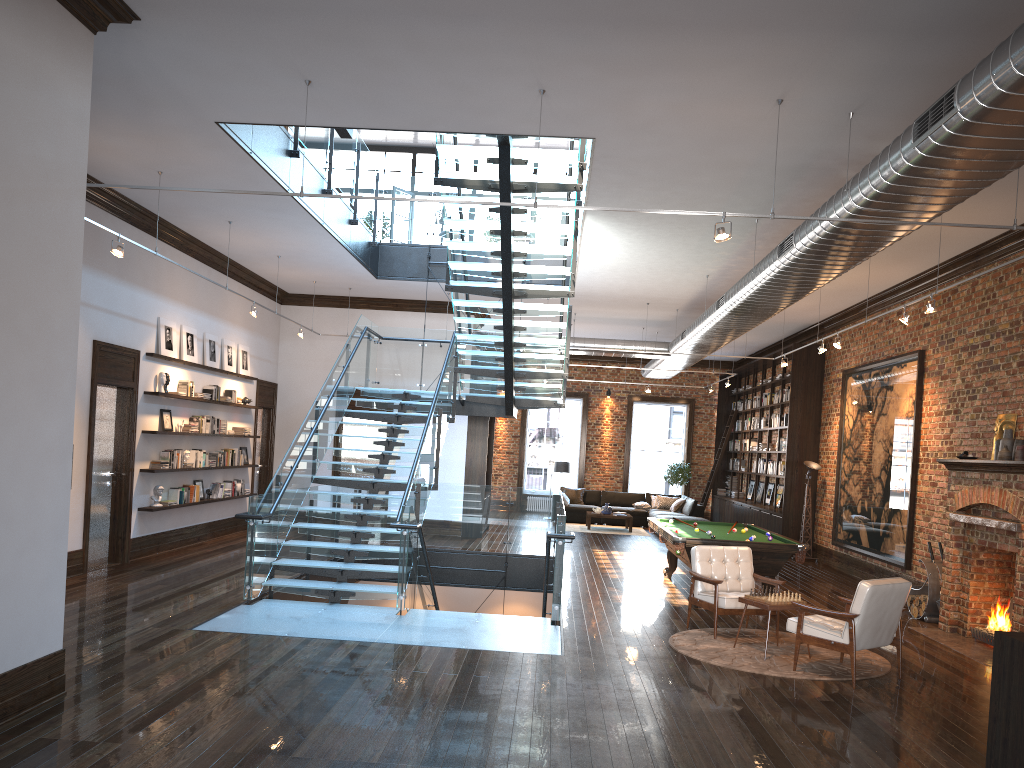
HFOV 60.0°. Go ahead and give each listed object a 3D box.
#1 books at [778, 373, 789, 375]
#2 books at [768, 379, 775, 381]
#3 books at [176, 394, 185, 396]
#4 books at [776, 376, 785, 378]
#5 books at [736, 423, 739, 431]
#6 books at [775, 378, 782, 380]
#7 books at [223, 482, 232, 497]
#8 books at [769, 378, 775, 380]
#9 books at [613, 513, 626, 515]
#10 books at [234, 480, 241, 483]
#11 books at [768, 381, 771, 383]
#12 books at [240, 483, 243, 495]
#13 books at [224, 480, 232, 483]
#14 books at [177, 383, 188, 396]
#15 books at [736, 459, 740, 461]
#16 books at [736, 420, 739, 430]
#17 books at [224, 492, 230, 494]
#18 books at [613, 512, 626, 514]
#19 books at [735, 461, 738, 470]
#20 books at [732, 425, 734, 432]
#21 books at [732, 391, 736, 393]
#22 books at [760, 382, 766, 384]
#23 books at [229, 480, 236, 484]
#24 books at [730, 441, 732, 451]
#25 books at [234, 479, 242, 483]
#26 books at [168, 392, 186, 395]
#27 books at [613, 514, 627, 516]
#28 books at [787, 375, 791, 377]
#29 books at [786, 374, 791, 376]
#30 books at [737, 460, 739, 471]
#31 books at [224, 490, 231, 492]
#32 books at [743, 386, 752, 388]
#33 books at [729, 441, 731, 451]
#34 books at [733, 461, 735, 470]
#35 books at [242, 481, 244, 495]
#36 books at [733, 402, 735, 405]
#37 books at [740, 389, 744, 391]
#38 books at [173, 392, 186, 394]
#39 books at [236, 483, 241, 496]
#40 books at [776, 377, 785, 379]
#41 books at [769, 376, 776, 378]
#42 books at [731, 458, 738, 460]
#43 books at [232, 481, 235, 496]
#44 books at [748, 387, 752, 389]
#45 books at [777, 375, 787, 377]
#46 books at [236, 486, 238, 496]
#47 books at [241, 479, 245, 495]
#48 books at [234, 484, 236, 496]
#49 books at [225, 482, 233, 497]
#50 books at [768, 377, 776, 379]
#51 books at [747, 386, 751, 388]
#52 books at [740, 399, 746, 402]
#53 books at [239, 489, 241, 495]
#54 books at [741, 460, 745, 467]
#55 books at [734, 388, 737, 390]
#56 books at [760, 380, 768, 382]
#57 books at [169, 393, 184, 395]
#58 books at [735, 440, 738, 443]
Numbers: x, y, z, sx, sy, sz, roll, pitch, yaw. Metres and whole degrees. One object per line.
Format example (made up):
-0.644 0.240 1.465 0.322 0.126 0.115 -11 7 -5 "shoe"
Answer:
5.842 -0.209 19.079 0.188 0.017 0.276 3 -4 5 "books"
5.860 -0.074 19.797 0.193 0.030 0.313 3 -4 -2 "books"
-4.649 0.153 12.304 0.142 0.011 0.255 3 -4 2 "books"
5.823 -0.143 19.081 0.216 0.020 0.235 3 -4 0 "books"
5.945 1.131 23.072 0.191 0.229 0.034 3 1 3 "books"
5.817 -0.105 19.082 0.227 0.015 0.276 3 -4 1 "books"
-4.630 1.714 14.402 0.142 0.224 0.012 3 1 3 "books"
5.875 -0.098 19.796 0.171 0.021 0.307 3 -4 -1 "books"
2.476 2.995 20.413 0.205 0.024 0.263 0 -5 37 "books"
-4.613 1.735 14.869 0.122 0.252 0.013 3 1 3 "books"
5.844 -0.031 19.798 0.228 0.011 0.373 3 -4 6 "books"
-4.595 1.765 14.889 0.151 0.197 0.029 3 1 3 "books"
-4.633 1.702 14.449 0.134 0.254 0.011 3 1 3 "books"
-4.639 0.083 12.476 0.128 0.176 0.050 3 0 3 "books"
5.907 2.102 23.088 0.165 0.304 0.013 3 1 3 "books"
5.957 1.099 23.132 0.189 0.303 0.014 3 1 3 "books"
-4.648 1.746 14.247 0.141 0.011 0.286 3 -4 3 "books"
2.479 2.969 20.405 0.205 0.028 0.263 1 -5 35 "books"
5.881 2.127 22.968 0.212 0.233 0.019 3 1 3 "books"
5.987 1.149 23.754 0.176 0.296 0.041 3 1 3 "books"
6.031 0.220 23.694 0.213 0.014 0.357 3 -4 -1 "books"
5.889 -0.009 20.527 0.219 0.016 0.368 3 -4 4 "books"
-4.619 1.719 14.639 0.124 0.250 0.013 3 1 3 "books"
5.949 1.664 23.775 0.188 0.273 0.013 3 1 3 "books"
-4.616 1.736 14.945 0.130 0.262 0.060 3 1 3 "books"
-4.646 0.132 12.304 0.142 0.011 0.256 3 -4 5 "books"
2.443 2.970 20.067 0.262 0.024 0.205 5 -4 -20 "books"
5.764 -0.158 18.159 0.214 0.012 0.252 3 -4 7 "books"
5.764 -0.174 18.159 0.219 0.019 0.329 3 -4 6 "books"
5.921 2.101 22.940 0.159 0.285 0.014 3 1 3 "books"
-4.636 1.714 14.246 0.141 0.011 0.288 3 -4 7 "books"
5.974 0.082 22.355 0.216 0.018 0.377 3 -4 1 "books"
5.948 1.677 23.884 0.186 0.261 0.014 3 1 3 "books"
5.908 2.145 23.275 0.188 0.244 0.026 3 1 3 "books"
-4.599 1.753 14.970 0.139 0.232 0.051 3 1 3 "books"
6.021 0.639 23.770 0.180 0.308 0.014 3 1 3 "books"
5.982 0.150 22.748 0.229 0.033 0.274 3 -4 7 "books"
-4.646 0.121 12.303 0.142 0.011 0.256 3 -4 1 "books"
-4.601 1.754 14.741 0.167 0.202 0.095 3 0 3 "books"
5.825 -0.129 19.081 0.206 0.008 0.334 3 -4 6 "books"
5.875 -0.149 19.795 0.192 0.009 0.306 3 -4 4 "books"
5.951 2.144 23.749 0.157 0.319 0.013 3 1 3 "books"
-4.621 1.710 14.492 0.164 0.247 0.011 3 1 3 "books"
5.949 0.107 21.814 0.206 0.018 0.324 3 -4 0 "books"
5.842 -0.169 19.080 0.169 0.034 0.286 3 -4 -2 "books"
-4.609 1.758 14.618 0.161 0.170 0.027 3 1 3 "books"
-4.601 1.743 15.008 0.156 0.258 0.042 3 1 3 "books"
-4.612 1.734 14.515 0.176 0.203 0.034 3 1 3 "books"
-4.626 1.712 14.414 0.162 0.230 0.011 3 1 3 "books"
5.861 -0.128 19.796 0.205 0.017 0.360 3 -4 0 "books"
5.936 0.080 21.814 0.232 0.006 0.289 3 -4 -1 "books"
5.983 0.566 22.994 0.167 0.338 0.016 3 1 3 "books"
-4.614 1.770 14.818 0.149 0.181 0.091 3 0 3 "books"
5.911 2.089 22.760 0.129 0.282 0.030 3 1 3 "books"
6.053 0.143 23.692 0.190 0.017 0.300 3 -4 1 "books"
5.893 -0.062 20.526 0.199 0.017 0.303 3 -4 -2 "books"
-4.645 0.142 12.304 0.141 0.011 0.287 3 -4 0 "books"
5.949 1.626 23.424 0.179 0.299 0.015 3 1 3 "books"
